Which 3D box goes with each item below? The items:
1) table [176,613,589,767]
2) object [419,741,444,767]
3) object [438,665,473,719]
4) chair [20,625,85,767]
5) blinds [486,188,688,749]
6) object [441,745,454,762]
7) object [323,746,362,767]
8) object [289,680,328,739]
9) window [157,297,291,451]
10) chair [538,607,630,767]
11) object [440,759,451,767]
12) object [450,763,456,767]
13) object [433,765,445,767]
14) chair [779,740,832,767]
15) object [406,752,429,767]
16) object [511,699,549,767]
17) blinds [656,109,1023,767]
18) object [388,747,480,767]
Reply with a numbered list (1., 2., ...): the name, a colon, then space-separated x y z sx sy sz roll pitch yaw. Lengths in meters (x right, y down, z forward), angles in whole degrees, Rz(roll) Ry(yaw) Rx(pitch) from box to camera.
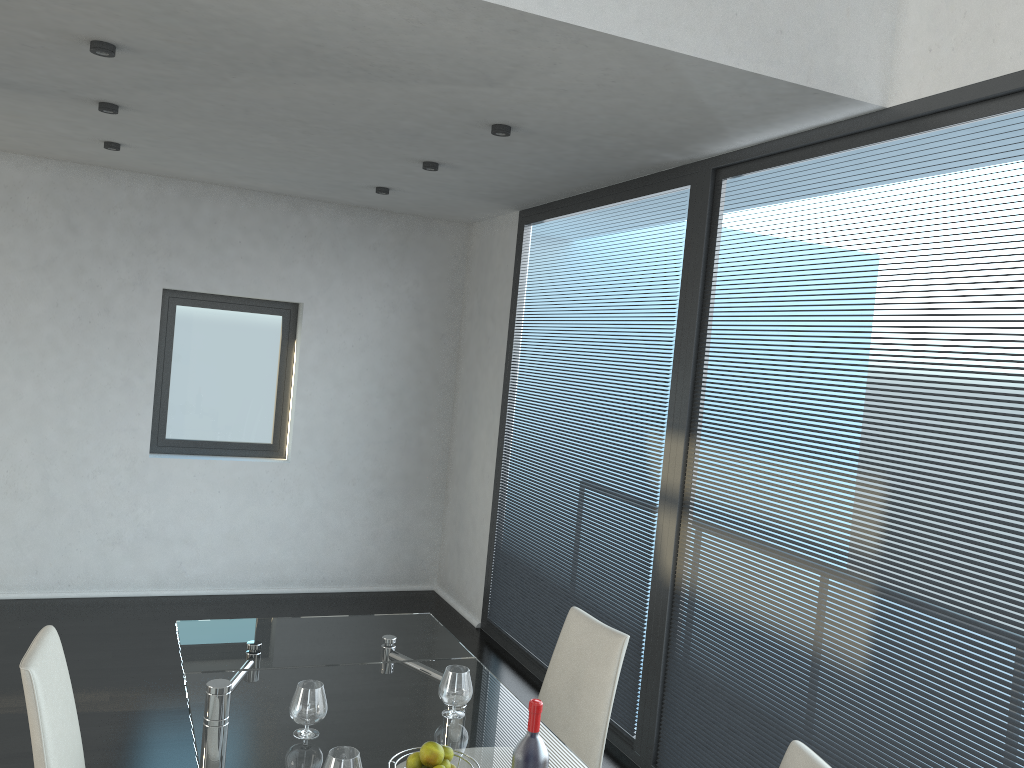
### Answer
1. table: -0.246 1.319 2.068 0.940 0.731 2.720 5 2 -24
2. object: -0.178 0.824 1.975 0.055 0.056 0.055 5 2 -24
3. object: -0.162 0.878 2.533 0.098 0.132 0.098 5 2 -4
4. chair: -0.934 1.136 2.268 0.612 0.959 0.471 5 2 -19
5. blinds: 0.314 0.329 4.793 0.018 2.537 1.787 5 2 -24
6. object: -0.158 0.848 2.032 0.047 0.045 0.047 5 2 -23
7. object: -0.376 0.877 1.954 0.098 0.132 0.098 5 2 -4
8. object: -0.532 0.850 2.319 0.098 0.132 0.098 5 2 -4
9. window: -1.972 -0.054 6.097 0.800 1.000 0.050 5 2 -24
10. chair: -0.012 1.209 2.693 0.612 0.959 0.471 4 2 -29
11. object: -0.157 0.862 1.993 0.040 0.038 0.040 7 2 37
12. object: -0.144 0.887 2.024 0.040 0.040 0.039 4 2 -32
13. object: -0.160 0.857 1.941 0.040 0.043 0.044 5 2 -9
14. chair: 0.364 1.272 1.817 0.612 0.959 0.471 5 2 -14
15. object: -0.213 0.856 1.996 0.050 0.054 0.055 7 2 36
16. object: 0.035 0.821 1.848 0.082 0.326 0.082 5 2 -3
17. blinds: 1.117 0.463 2.936 0.018 2.537 1.874 5 2 -24
18. object: -0.177 0.904 1.974 0.206 0.105 0.206 6 2 21
